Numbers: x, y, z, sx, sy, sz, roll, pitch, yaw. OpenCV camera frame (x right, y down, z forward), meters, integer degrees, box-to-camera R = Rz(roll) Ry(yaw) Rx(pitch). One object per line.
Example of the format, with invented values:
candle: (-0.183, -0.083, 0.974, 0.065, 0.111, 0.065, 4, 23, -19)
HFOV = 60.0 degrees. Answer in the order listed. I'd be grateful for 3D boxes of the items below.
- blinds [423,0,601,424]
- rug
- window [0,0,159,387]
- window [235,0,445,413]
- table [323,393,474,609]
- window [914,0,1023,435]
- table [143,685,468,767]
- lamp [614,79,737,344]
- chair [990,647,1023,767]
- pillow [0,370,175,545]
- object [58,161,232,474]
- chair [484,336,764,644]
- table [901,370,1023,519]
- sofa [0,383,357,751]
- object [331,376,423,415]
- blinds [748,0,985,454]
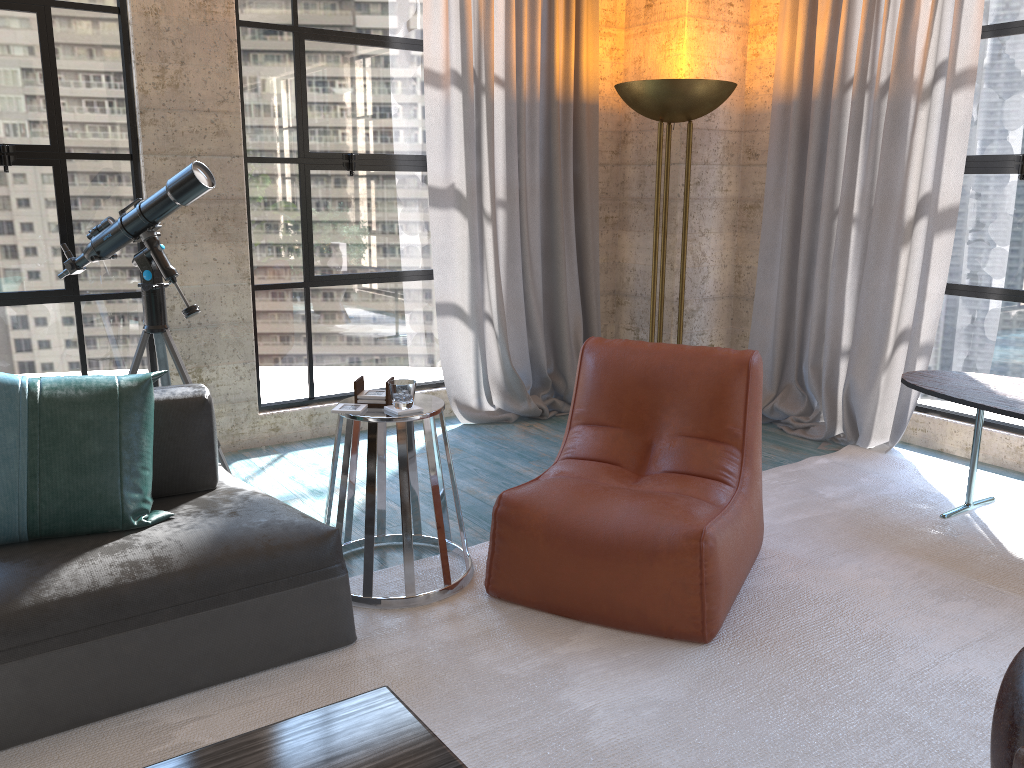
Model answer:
blinds: (0.086, -1.263, 4.850, 1.131, 2.985, 0.384, -8, 15, -33)
rug: (-0.451, 1.035, 1.373, 7.768, 0.032, 2.954, -8, 15, -33)
window: (-2.439, -0.927, 3.555, 1.780, 2.530, 0.081, -8, 15, -33)
window: (-0.585, -1.194, 4.792, 1.780, 2.530, 0.081, -8, 15, -33)
table: (-0.406, 0.361, 3.021, 0.549, 0.603, 0.549, 9, 15, 34)
window: (2.181, -1.087, 4.401, 0.081, 2.530, 1.780, -8, 15, -33)
table: (-0.625, 0.943, 1.090, 1.500, 0.309, 0.900, -8, 15, -33)
lamp: (0.826, -0.634, 4.726, 0.619, 1.822, 0.619, -8, 15, -33)
chair: (1.290, 0.617, 1.171, 0.975, 0.940, 0.820, 2, 13, 6)
pillow: (-1.457, 0.195, 2.377, 1.042, 0.466, 0.349, -5, 14, -23)
object: (-1.507, -0.181, 3.597, 0.595, 1.406, 0.617, -8, 15, -32)
chair: (0.429, 0.288, 3.048, 0.801, 0.759, 0.920, 6, 14, 25)
table: (2.299, 0.390, 3.131, 0.715, 0.530, 2.004, -9, 16, -35)
sofa: (-1.578, 0.456, 2.375, 2.063, 0.680, 1.019, -8, 15, -33)
object: (-0.423, 0.030, 2.902, 0.287, 0.096, 0.206, 2, 13, 6)
blinds: (1.666, -1.167, 4.507, 0.404, 2.986, 1.187, -8, 15, -32)
